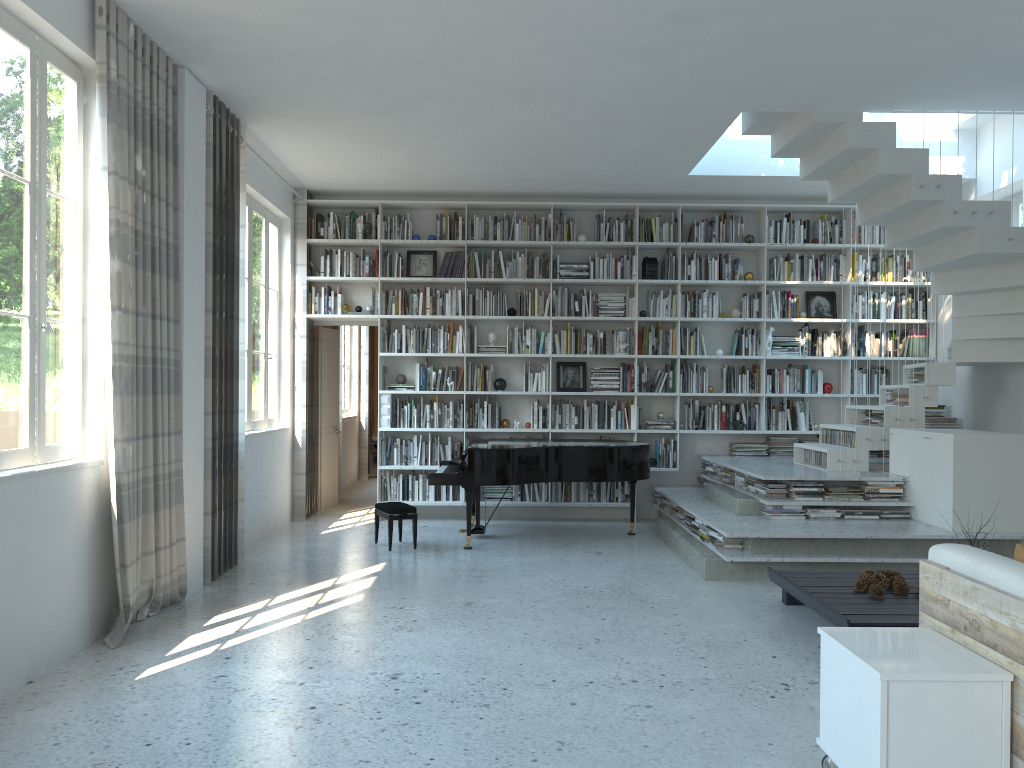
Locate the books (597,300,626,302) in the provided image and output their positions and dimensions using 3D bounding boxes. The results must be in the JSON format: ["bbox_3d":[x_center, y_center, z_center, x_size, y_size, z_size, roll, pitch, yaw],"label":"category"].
[{"bbox_3d":[0.985,-0.829,8.872,0.285,0.012,0.159,0,0,-2],"label":"books"}]

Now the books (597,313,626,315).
[{"bbox_3d":[0.984,-0.695,8.873,0.285,0.012,0.159,0,0,0],"label":"books"}]

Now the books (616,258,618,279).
[{"bbox_3d":[1.038,-1.134,8.857,0.012,0.230,0.158,0,0,-1],"label":"books"}]

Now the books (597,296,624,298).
[{"bbox_3d":[0.985,-0.867,8.874,0.254,0.012,0.161,0,0,-1],"label":"books"}]

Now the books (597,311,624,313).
[{"bbox_3d":[0.984,-0.720,8.872,0.254,0.012,0.161,0,0,-2],"label":"books"}]

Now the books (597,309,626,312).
[{"bbox_3d":[0.984,-0.732,8.868,0.285,0.012,0.159,0,0,-4],"label":"books"}]

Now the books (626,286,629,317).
[{"bbox_3d":[1.153,-0.810,8.873,0.012,0.319,0.140,0,0,-1],"label":"books"}]

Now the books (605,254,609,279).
[{"bbox_3d":[0.950,-1.156,8.879,0.029,0.273,0.140,0,0,-1],"label":"books"}]

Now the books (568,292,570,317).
[{"bbox_3d":[0.564,-0.781,8.862,0.011,0.252,0.153,0,0,-1],"label":"books"}]

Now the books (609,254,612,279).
[{"bbox_3d":[0.976,-1.154,8.859,0.023,0.269,0.185,0,0,-1],"label":"books"}]

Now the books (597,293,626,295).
[{"bbox_3d":[0.985,-0.891,8.869,0.285,0.012,0.159,0,0,1],"label":"books"}]

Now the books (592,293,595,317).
[{"bbox_3d":[0.814,-0.776,8.858,0.015,0.245,0.183,0,0,-1],"label":"books"}]

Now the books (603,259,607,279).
[{"bbox_3d":[0.922,-1.129,8.859,0.028,0.219,0.183,0,0,-1],"label":"books"}]

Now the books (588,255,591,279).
[{"bbox_3d":[0.771,-1.148,8.858,0.012,0.254,0.161,0,0,-1],"label":"books"}]

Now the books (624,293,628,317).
[{"bbox_3d":[1.141,-0.778,8.857,0.012,0.254,0.161,0,0,-1],"label":"books"}]

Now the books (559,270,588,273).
[{"bbox_3d":[0.616,-1.118,8.857,0.285,0.024,0.159,0,0,4],"label":"books"}]

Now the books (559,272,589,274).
[{"bbox_3d":[0.614,-1.101,8.864,0.285,0.012,0.159,0,0,-3],"label":"books"}]

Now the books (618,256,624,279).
[{"bbox_3d":[1.089,-1.142,8.852,0.032,0.248,0.173,0,0,-1],"label":"books"}]

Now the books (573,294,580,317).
[{"bbox_3d":[0.642,-0.773,8.855,0.066,0.236,0.153,0,0,-1],"label":"books"}]

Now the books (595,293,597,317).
[{"bbox_3d":[0.828,-0.777,8.846,0.013,0.247,0.176,0,0,-1],"label":"books"}]

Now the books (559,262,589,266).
[{"bbox_3d":[0.616,-1.192,8.869,0.285,0.024,0.159,0,0,-1],"label":"books"}]

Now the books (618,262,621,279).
[{"bbox_3d":[1.059,-1.113,8.853,0.029,0.188,0.176,0,0,-1],"label":"books"}]

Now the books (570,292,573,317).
[{"bbox_3d":[0.590,-0.780,8.859,0.014,0.250,0.172,0,0,-1],"label":"books"}]

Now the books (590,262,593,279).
[{"bbox_3d":[0.789,-1.114,8.853,0.025,0.187,0.193,0,0,-1],"label":"books"}]

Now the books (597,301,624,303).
[{"bbox_3d":[0.985,-0.816,8.870,0.254,0.012,0.161,0,0,1],"label":"books"}]

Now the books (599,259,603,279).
[{"bbox_3d":[0.882,-1.128,8.856,0.027,0.216,0.190,0,0,-1],"label":"books"}]

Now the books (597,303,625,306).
[{"bbox_3d":[0.984,-0.792,8.867,0.285,0.012,0.159,0,0,2],"label":"books"}]

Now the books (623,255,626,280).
[{"bbox_3d":[1.119,-1.149,8.869,0.029,0.261,0.133,0,0,-1],"label":"books"}]

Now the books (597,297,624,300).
[{"bbox_3d":[0.985,-0.855,8.869,0.254,0.012,0.161,0,0,1],"label":"books"}]

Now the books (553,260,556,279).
[{"bbox_3d":[0.417,-1.124,8.847,0.027,0.201,0.167,0,0,-1],"label":"books"}]

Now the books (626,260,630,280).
[{"bbox_3d":[1.148,-1.119,8.855,0.029,0.202,0.191,0,0,-1],"label":"books"}]

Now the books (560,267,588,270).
[{"bbox_3d":[0.616,-1.143,8.860,0.254,0.025,0.161,0,0,-5],"label":"books"}]

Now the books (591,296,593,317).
[{"bbox_3d":[0.795,-0.762,8.867,0.024,0.216,0.132,0,0,-1],"label":"books"}]

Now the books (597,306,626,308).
[{"bbox_3d":[0.984,-0.768,8.872,0.285,0.012,0.159,0,0,0],"label":"books"}]

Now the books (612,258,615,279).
[{"bbox_3d":[0.999,-1.130,8.850,0.023,0.223,0.190,0,0,-1],"label":"books"}]

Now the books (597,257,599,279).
[{"bbox_3d":[0.848,-1.139,8.858,0.021,0.237,0.171,0,0,-1],"label":"books"}]

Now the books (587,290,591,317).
[{"bbox_3d":[0.772,-0.788,8.851,0.021,0.269,0.191,0,0,-1],"label":"books"}]

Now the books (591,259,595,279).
[{"bbox_3d":[0.813,-1.132,8.883,0.024,0.223,0.128,0,0,-1],"label":"books"}]

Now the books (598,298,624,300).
[{"bbox_3d":[0.985,-0.841,8.863,0.254,0.012,0.161,0,0,4],"label":"books"}]

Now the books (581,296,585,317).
[{"bbox_3d":[0.709,-0.763,8.862,0.024,0.216,0.148,0,0,-1],"label":"books"}]

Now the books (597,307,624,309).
[{"bbox_3d":[0.984,-0.756,8.870,0.254,0.012,0.161,0,0,-3],"label":"books"}]

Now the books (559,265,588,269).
[{"bbox_3d":[0.616,-1.167,8.864,0.285,0.024,0.159,0,0,1],"label":"books"}]

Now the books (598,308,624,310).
[{"bbox_3d":[0.984,-0.744,8.870,0.254,0.012,0.161,0,0,1],"label":"books"}]

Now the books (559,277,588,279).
[{"bbox_3d":[0.614,-1.052,8.862,0.285,0.012,0.159,0,0,2],"label":"books"}]

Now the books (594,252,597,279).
[{"bbox_3d":[0.832,-1.162,8.842,0.011,0.284,0.190,0,0,-1],"label":"books"}]

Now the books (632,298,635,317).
[{"bbox_3d":[1.204,-0.753,8.877,0.030,0.205,0.158,0,0,-1],"label":"books"}]

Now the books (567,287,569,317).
[{"bbox_3d":[0.553,-0.806,8.860,0.011,0.300,0.179,0,0,-1],"label":"books"}]

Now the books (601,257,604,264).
[{"bbox_3d":[0.901,-1.142,8.869,0.012,0.244,0.131,0,0,-1],"label":"books"}]

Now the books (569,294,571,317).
[{"bbox_3d":[0.576,-0.772,8.863,0.014,0.233,0.147,0,0,-1],"label":"books"}]

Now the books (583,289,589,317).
[{"bbox_3d":[0.737,-0.800,8.865,0.049,0.291,0.162,0,0,-1],"label":"books"}]

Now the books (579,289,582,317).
[{"bbox_3d":[0.686,-0.797,8.868,0.022,0.285,0.130,0,0,-1],"label":"books"}]

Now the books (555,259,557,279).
[{"bbox_3d":[0.437,-1.132,8.860,0.013,0.218,0.141,0,0,-1],"label":"books"}]

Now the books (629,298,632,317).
[{"bbox_3d":[1.174,-0.750,8.871,0.029,0.198,0.172,0,0,-1],"label":"books"}]

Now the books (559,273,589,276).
[{"bbox_3d":[0.614,-1.089,8.862,0.285,0.012,0.159,0,0,-4],"label":"books"}]

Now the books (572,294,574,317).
[{"bbox_3d":[0.603,-0.775,8.860,0.011,0.239,0.147,0,0,-1],"label":"books"}]

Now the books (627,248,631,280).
[{"bbox_3d":[1.169,-1.185,8.864,0.012,0.334,0.155,0,0,-1],"label":"books"}]

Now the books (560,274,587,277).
[{"bbox_3d":[0.614,-1.077,8.862,0.254,0.012,0.161,0,0,-4],"label":"books"}]

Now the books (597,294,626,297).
[{"bbox_3d":[0.985,-0.879,8.862,0.285,0.012,0.159,0,0,-6],"label":"books"}]
